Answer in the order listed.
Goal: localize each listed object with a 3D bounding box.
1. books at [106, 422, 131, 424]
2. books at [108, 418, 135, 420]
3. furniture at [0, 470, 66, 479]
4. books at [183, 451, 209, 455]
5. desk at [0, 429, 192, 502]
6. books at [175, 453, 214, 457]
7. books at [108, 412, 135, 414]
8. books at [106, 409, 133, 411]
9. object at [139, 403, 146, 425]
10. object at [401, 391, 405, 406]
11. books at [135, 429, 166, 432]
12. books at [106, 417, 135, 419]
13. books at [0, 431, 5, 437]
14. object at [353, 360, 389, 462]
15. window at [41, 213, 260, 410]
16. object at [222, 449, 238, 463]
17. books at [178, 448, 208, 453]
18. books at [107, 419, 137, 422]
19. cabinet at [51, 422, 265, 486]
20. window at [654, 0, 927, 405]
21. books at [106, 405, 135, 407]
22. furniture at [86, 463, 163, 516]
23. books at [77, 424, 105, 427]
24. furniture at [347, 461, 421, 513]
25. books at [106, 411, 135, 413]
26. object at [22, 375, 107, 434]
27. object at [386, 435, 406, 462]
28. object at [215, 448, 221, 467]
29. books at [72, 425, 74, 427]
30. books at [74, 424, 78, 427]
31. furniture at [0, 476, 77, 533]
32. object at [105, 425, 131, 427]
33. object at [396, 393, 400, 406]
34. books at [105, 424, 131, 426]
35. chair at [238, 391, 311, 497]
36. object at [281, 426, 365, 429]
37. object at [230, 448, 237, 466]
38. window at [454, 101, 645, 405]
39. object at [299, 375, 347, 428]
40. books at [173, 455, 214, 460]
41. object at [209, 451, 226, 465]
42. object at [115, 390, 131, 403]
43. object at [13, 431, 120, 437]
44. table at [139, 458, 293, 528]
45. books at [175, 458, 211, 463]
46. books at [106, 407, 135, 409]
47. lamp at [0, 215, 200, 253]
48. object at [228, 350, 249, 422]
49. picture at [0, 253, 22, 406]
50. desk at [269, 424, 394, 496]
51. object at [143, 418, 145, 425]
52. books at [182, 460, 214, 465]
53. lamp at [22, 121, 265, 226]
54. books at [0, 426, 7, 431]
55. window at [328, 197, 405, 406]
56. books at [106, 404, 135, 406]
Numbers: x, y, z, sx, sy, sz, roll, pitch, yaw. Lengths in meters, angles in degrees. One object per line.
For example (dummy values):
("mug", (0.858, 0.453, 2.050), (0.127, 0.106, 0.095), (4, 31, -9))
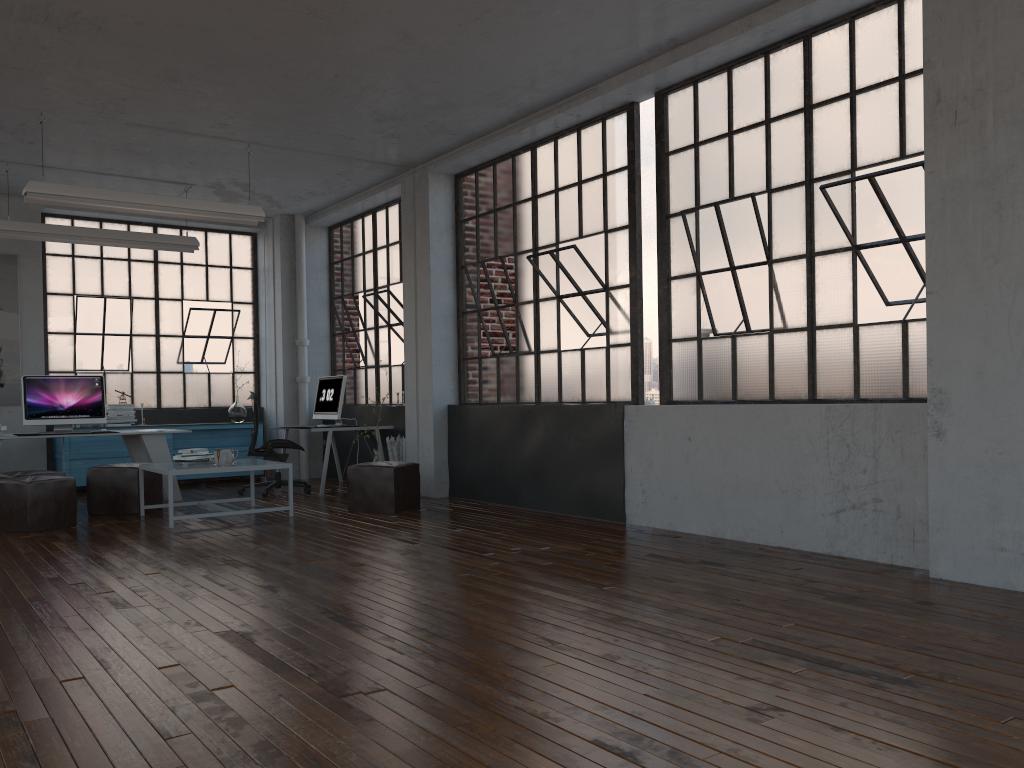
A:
("books", (-4.491, 0.448, 10.084), (0.251, 0.012, 0.202), (0, -1, -34))
("books", (-4.543, 0.408, 10.312), (0.254, 0.013, 0.161), (0, -1, -35))
("furniture", (-4.102, 0.953, 7.497), (0.480, 0.439, 0.479), (-1, 0, 33))
("books", (-2.691, 0.589, 7.547), (0.184, 0.026, 0.125), (-1, -1, -5))
("desk", (-4.318, 0.826, 8.618), (2.076, 0.704, 1.075), (0, -1, -35))
("books", (-2.710, 0.605, 7.572), (0.275, 0.014, 0.200), (0, -1, -35))
("books", (-4.543, 0.340, 10.314), (0.263, 0.017, 0.167), (0, -1, -35))
("books", (-4.578, 0.302, 10.306), (0.296, 0.028, 0.180), (0, -1, -35))
("object", (-4.381, 0.358, 10.503), (0.084, 0.256, 0.084), (-1, 1, 32))
("object", (-1.179, 0.157, 9.616), (0.066, 0.160, 0.066), (-1, 0, -4))
("books", (-3.554, 0.459, 8.724), (0.205, 0.019, 0.243), (-1, -1, 5))
("books", (-4.566, 0.395, 10.314), (0.288, 0.016, 0.182), (0, -1, -35))
("books", (-4.737, 0.451, 7.983), (0.271, 0.050, 0.200), (0, -1, -35))
("object", (-1.293, 0.432, 8.296), (0.330, 1.340, 0.618), (-1, 0, 1))
("window", (-4.344, -0.817, 10.854), (2.590, 2.391, 0.669), (-1, 0, -35))
("object", (-2.432, 0.620, 7.638), (0.129, 0.109, 0.101), (-1, 0, -27))
("books", (-2.711, 0.566, 7.536), (0.141, 0.026, 0.202), (-1, -1, 25))
("books", (-4.553, 0.426, 10.305), (0.330, 0.025, 0.176), (0, -1, -35))
("cabinet", (-4.118, 0.846, 10.452), (2.262, 0.733, 0.627), (0, 0, -35))
("window", (1.833, -1.018, 5.452), (0.669, 2.391, 2.591), (-1, 0, -35))
("books", (-4.554, 0.259, 10.303), (0.288, 0.016, 0.182), (0, -1, -35))
("furniture", (-3.465, 0.939, 7.950), (0.503, 0.461, 0.503), (-1, 0, 3))
("books", (-4.710, 0.466, 9.925), (0.258, 0.032, 0.191), (0, -1, -33))
("furniture", (-1.123, 0.913, 7.796), (0.503, 0.461, 0.503), (-1, 0, 22))
("books", (-4.559, 0.324, 10.320), (0.288, 0.016, 0.182), (0, -1, -35))
("object", (-4.259, 0.191, 8.465), (0.714, 0.553, 0.377), (-1, 0, -34))
("object", (-1.143, 0.814, 9.225), (0.293, 0.627, 0.274), (-1, 0, 7))
("object", (-2.381, 0.595, 7.190), (0.052, 0.148, 0.052), (-1, 0, 5))
("books", (-4.979, 0.365, 10.014), (0.032, 0.239, 0.172), (-1, 0, -35))
("books", (-4.939, 0.365, 10.029), (0.053, 0.241, 0.172), (-1, 0, -35))
("furniture", (-3.767, 0.943, 6.983), (0.471, 0.431, 0.470), (-1, 0, 23))
("object", (-4.484, 0.474, 10.080), (0.253, 0.014, 0.187), (0, -1, -35))
("object", (-1.238, 0.162, 9.633), (0.055, 0.153, 0.055), (-1, 0, 14))
("books", (-4.488, 0.460, 10.078), (0.248, 0.014, 0.187), (0, -1, -37))
("chair", (-2.518, 0.615, 9.459), (0.792, 1.086, 0.770), (-1, 0, -31))
("object", (-2.068, 0.475, 9.709), (0.687, 0.008, 0.848), (0, -1, -34))
("object", (-2.274, 0.592, 7.227), (0.055, 0.153, 0.055), (-1, 1, 31))
("window", (0.213, -0.950, 7.741), (0.669, 2.391, 2.591), (-1, 0, -35))
("object", (-2.070, 0.192, 9.706), (0.377, 0.553, 0.714), (-1, 0, -34))
("books", (-2.719, 0.624, 7.569), (0.200, 0.031, 0.272), (-2, -1, 30))
("object", (-2.437, 0.616, 7.356), (0.129, 0.109, 0.101), (-1, 0, -27))
("object", (-4.515, 0.144, 10.296), (0.177, 0.161, 0.092), (-1, 0, 23))
("object", (-4.254, 0.474, 8.465), (0.848, 0.008, 0.687), (0, -1, -34))
("table", (-2.514, 0.899, 7.506), (0.991, 0.445, 0.972), (-1, -1, -35))
("books", (-2.720, 0.647, 7.570), (0.274, 0.025, 0.210), (-1, -1, -15))
("books", (-4.553, 0.278, 10.304), (0.273, 0.021, 0.174), (0, -1, -35))
("lamp", (-4.080, -1.491, 8.806), (1.877, 0.205, 0.202), (0, -1, -35))
("object", (-3.335, 0.008, 10.944), (0.434, 0.940, 0.231), (-1, 1, 36))
("picture", (-5.738, -0.588, 9.468), (0.853, 1.651, 0.025), (-1, 1, -35))
("desk", (-2.000, 0.810, 9.755), (0.933, 0.688, 1.227), (-1, -1, -35))
("object", (-4.299, 0.440, 10.357), (0.088, 0.085, 0.088), (-1, 0, -31))
("books", (-2.686, 0.669, 7.579), (0.218, 0.028, 0.171), (0, -1, -35))
("lamp", (-3.004, -1.739, 7.374), (1.877, 0.628, 0.202), (0, 0, -35))
("books", (-4.713, 0.404, 7.972), (0.257, 0.044, 0.193), (-1, -1, -15))
("window", (-1.565, -0.877, 10.255), (0.669, 2.391, 2.591), (-1, 0, -35))
("books", (-4.553, 0.243, 10.290), (0.288, 0.016, 0.182), (0, -1, -35))
